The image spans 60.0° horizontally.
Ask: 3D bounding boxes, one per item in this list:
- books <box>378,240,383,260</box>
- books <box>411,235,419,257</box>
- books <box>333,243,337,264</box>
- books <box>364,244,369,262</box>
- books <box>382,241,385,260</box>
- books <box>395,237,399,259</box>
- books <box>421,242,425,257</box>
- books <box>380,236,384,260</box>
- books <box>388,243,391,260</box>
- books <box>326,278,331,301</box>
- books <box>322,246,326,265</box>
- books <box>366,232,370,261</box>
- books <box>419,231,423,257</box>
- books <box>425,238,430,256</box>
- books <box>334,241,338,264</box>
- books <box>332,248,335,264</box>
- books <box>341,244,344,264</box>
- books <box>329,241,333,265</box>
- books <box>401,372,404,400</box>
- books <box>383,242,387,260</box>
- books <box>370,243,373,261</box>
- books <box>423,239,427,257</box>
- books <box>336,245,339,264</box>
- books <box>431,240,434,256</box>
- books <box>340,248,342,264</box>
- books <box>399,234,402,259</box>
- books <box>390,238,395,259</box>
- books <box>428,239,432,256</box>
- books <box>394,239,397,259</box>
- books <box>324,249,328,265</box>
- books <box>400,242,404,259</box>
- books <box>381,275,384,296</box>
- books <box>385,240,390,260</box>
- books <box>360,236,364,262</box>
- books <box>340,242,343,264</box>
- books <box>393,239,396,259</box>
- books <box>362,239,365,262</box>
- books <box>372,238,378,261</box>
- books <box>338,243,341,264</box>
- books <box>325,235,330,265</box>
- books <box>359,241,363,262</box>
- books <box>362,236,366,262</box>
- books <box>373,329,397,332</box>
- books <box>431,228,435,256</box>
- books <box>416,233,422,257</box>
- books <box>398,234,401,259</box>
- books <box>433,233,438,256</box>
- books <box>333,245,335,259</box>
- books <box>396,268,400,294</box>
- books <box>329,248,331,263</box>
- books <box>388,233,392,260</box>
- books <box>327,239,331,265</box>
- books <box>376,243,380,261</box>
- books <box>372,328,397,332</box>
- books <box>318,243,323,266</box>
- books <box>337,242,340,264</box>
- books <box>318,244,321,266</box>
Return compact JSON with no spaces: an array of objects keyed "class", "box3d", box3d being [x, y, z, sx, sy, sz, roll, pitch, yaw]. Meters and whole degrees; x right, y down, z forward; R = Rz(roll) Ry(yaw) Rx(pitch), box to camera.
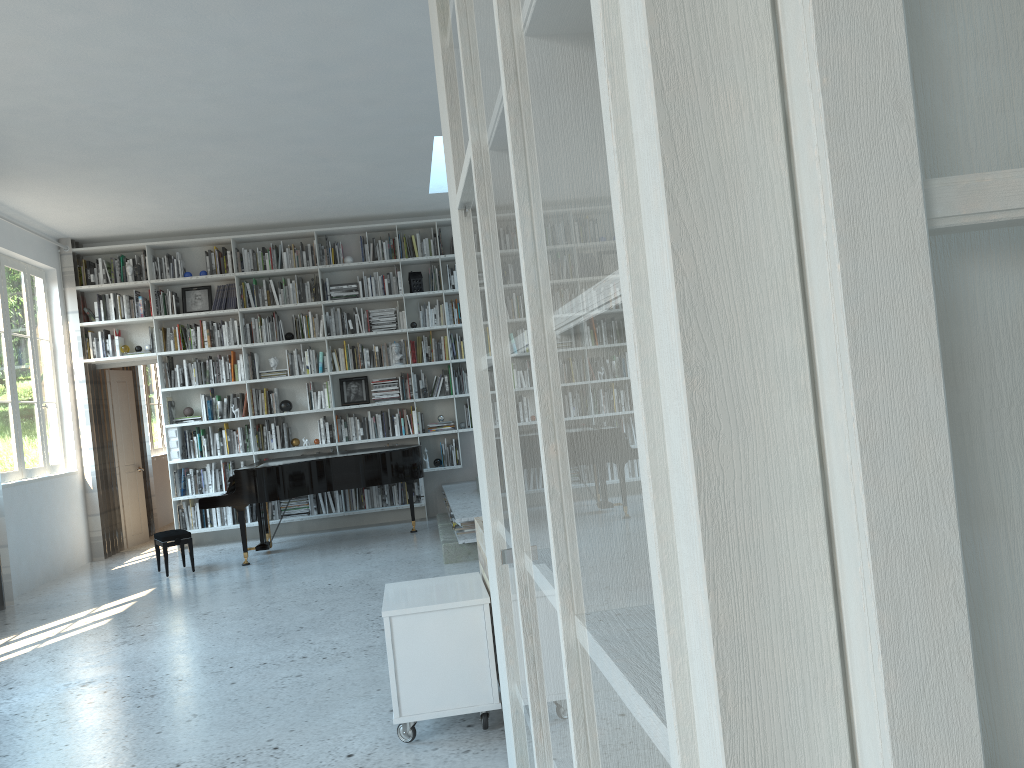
[{"class":"books","box3d":[-1.392,-1.396,9.415,0.023,0.236,0.154,-6,0,-7]},{"class":"books","box3d":[-1.032,-1.443,9.448,0.054,0.254,0.191,-6,0,-7]},{"class":"books","box3d":[-1.862,-1.353,9.371,0.014,0.248,0.139,-6,0,-7]},{"class":"books","box3d":[-1.538,-1.367,9.412,0.031,0.208,0.146,-6,0,-7]},{"class":"books","box3d":[-1.363,-1.389,9.414,0.012,0.217,0.179,-6,0,-7]},{"class":"books","box3d":[-1.221,-1.424,9.446,0.022,0.257,0.136,-6,0,-7]},{"class":"books","box3d":[-0.951,-1.413,9.457,0.022,0.180,0.173,-6,0,-7]},{"class":"books","box3d":[-1.375,-1.415,9.403,0.010,0.270,0.180,-6,0,-7]},{"class":"books","box3d":[-1.303,-1.389,9.442,0.014,0.204,0.135,-6,0,-7]},{"class":"books","box3d":[-1.926,-0.978,9.331,0.021,0.249,0.191,-6,0,-7]},{"class":"books","box3d":[-1.979,-1.331,9.357,0.023,0.228,0.157,-6,0,-7]},{"class":"books","box3d":[-1.522,-1.430,9.392,0.010,0.331,0.186,-6,0,-7]},{"class":"books","box3d":[-0.973,-1.470,9.458,0.010,0.297,0.167,-6,0,-7]},{"class":"books","box3d":[-0.902,-1.435,9.460,0.031,0.213,0.169,-6,0,-7]},{"class":"books","box3d":[-1.849,-1.363,9.366,0.013,0.264,0.147,-6,0,-7]},{"class":"books","box3d":[-1.883,-1.324,9.362,0.023,0.195,0.172,-6,0,-7]},{"class":"books","box3d":[-1.788,-1.354,9.389,0.004,0.235,0.137,-6,0,-7]},{"class":"books","box3d":[-1.902,-1.358,9.347,0.011,0.265,0.163,-6,0,-7]},{"class":"books","box3d":[-1.166,0.027,9.446,0.011,0.299,0.130,-6,0,-7]},{"class":"books","box3d":[-1.343,-1.384,9.399,0.023,0.202,0.193,-6,0,-7]},{"class":"books","box3d":[-1.486,-1.373,9.401,0.050,0.211,0.173,-6,0,-7]},{"class":"books","box3d":[-0.929,-1.427,9.461,0.024,0.201,0.180,-6,0,-7]},{"class":"books","box3d":[-1.833,-1.342,9.364,0.016,0.219,0.144,-6,0,-7]},{"class":"books","box3d":[-0.852,-1.431,9.479,0.022,0.194,0.182,-6,0,-7]},{"class":"books","box3d":[-1.801,-1.328,9.374,0.010,0.186,0.152,-6,0,-7]},{"class":"books","box3d":[-1.184,-1.439,9.434,0.008,0.278,0.170,-6,0,-7]},{"class":"books","box3d":[-1.271,-1.412,9.432,0.028,0.244,0.161,-6,0,-7]},{"class":"books","box3d":[-0.876,-1.433,9.484,0.025,0.203,0.162,-6,0,-7]},{"class":"books","box3d":[-1.236,-1.413,9.437,0.014,0.239,0.153,-6,0,-7]},{"class":"books","box3d":[-1.952,-1.317,9.348,0.026,0.194,0.166,-6,0,-7]},{"class":"books","box3d":[-1.171,-1.402,9.457,0.016,0.204,0.143,-6,0,-7]},{"class":"books","box3d":[-1.374,-1.030,9.426,0.011,0.239,0.139,-6,0,-7]},{"class":"books","box3d":[-1.325,-1.401,9.446,0.026,0.233,0.137,-6,0,-7]},{"class":"books","box3d":[-1.583,-1.404,9.387,0.014,0.292,0.176,-6,0,-7]},{"class":"books","box3d":[-1.794,-1.364,9.369,0.011,0.256,0.143,-6,0,-7]},{"class":"books","box3d":[-1.251,-1.414,9.444,0.014,0.244,0.145,-6,0,-7]},{"class":"books","box3d":[-1.572,-1.392,9.405,0.011,0.267,0.129,-6,0,-7]},{"class":"books","box3d":[-1.453,-1.406,9.423,0.028,0.270,0.140,-6,0,-7]},{"class":"books","box3d":[-1.817,-1.358,9.383,0.013,0.249,0.148,-6,0,-7]},{"class":"books","box3d":[-1.942,-1.391,9.363,0.014,0.341,0.145,-6,0,-7]},{"class":"books","box3d":[-1.595,-1.379,9.403,0.012,0.245,0.151,-6,0,-7]},{"class":"books","box3d":[-1.562,-1.408,9.398,0.011,0.296,0.157,-6,0,-7]},{"class":"books","box3d":[-1.352,-0.562,9.411,0.254,0.012,0.161,-6,-1,-11]},{"class":"books","box3d":[-0.843,-1.499,9.498,0.012,0.329,0.128,-6,0,-7]},{"class":"books","box3d":[-0.994,-1.456,9.473,0.030,0.274,0.151,-6,0,-7]},{"class":"books","box3d":[-1.197,-1.440,9.451,0.012,0.285,0.159,-6,0,-7]},{"class":"books","box3d":[-0.815,-1.464,9.468,0.029,0.253,0.186,-6,0,-7]},{"class":"books","box3d":[-1.873,-1.344,9.383,0.006,0.233,0.136,-6,0,-7]},{"class":"books","box3d":[-1.216,-1.076,9.450,0.010,0.299,0.133,-6,0,-7]},{"class":"books","box3d":[-1.913,-1.326,9.372,0.011,0.205,0.145,-6,0,-7]},{"class":"books","box3d":[-1.295,-1.442,9.437,0.012,0.308,0.138,-6,0,-7]},{"class":"books","box3d":[-1.927,-1.371,9.359,0.010,0.296,0.153,-6,0,-7]},{"class":"books","box3d":[-1.417,-1.377,9.407,0.033,0.203,0.166,-6,0,-7]},{"class":"books","box3d":[-1.353,-0.574,9.413,0.254,0.012,0.161,-6,-1,-4]},{"class":"books","box3d":[-2.003,-1.341,9.336,0.026,0.253,0.185,-6,0,-7]},{"class":"books","box3d":[-1.824,-1.361,9.363,0.005,0.255,0.168,-6,0,-7]},{"class":"books","box3d":[-2.024,-1.339,9.353,0.012,0.254,0.161,-6,0,-7]}]
